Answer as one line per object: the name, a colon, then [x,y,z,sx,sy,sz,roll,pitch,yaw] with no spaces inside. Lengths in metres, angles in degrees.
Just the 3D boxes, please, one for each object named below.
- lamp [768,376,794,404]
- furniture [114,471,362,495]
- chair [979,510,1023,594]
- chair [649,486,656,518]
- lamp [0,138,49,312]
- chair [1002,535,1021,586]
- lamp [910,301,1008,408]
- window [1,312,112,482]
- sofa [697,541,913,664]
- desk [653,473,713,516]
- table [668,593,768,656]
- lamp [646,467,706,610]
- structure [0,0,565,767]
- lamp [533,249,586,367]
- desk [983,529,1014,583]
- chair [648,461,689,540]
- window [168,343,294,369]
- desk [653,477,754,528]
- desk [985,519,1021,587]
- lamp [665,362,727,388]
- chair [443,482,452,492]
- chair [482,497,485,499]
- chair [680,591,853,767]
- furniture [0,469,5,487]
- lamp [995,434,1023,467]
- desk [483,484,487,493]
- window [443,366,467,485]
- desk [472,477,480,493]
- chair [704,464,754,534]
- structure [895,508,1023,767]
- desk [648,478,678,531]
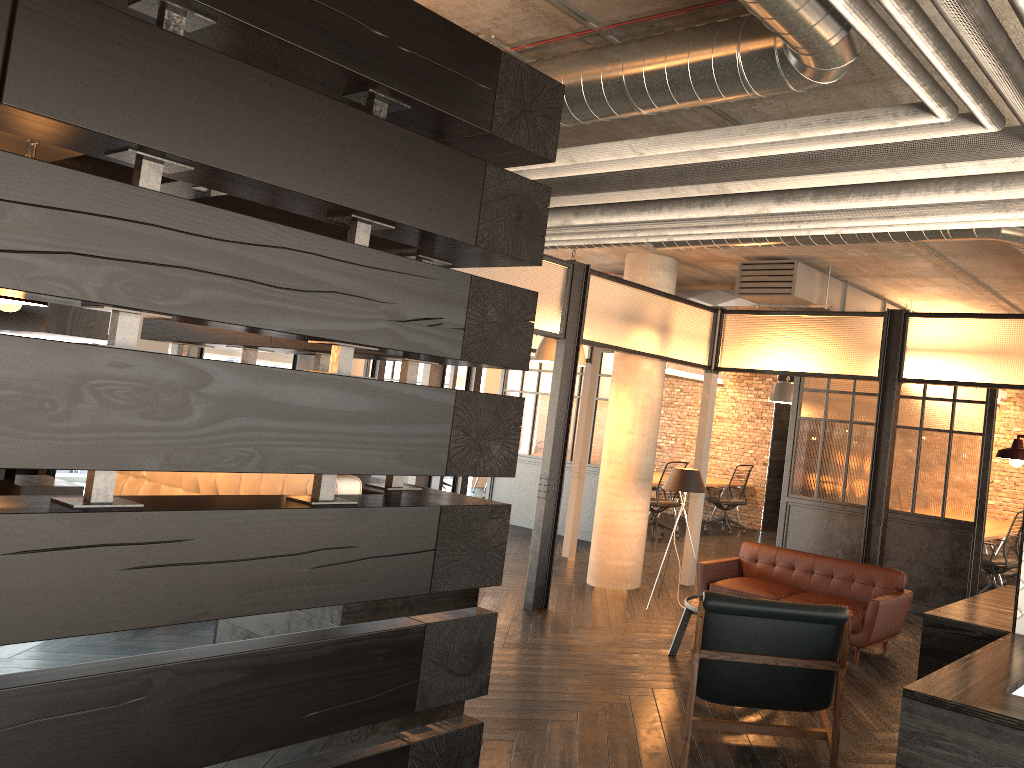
lamp: [3.475,-0.512,10.329,0.448,1.504,0.442,7,-3,3]
furniture: [-1.355,0.865,3.117,1.608,1.262,0.686,5,-3,39]
chair: [5.172,1.829,8.946,0.598,1.064,0.800,5,-3,41]
chair: [2.122,1.631,13.669,0.598,1.064,0.800,5,-3,41]
lamp: [-1.551,-0.752,2.693,0.168,1.051,0.219,5,-3,34]
chair: [6.479,2.008,10.345,0.598,1.064,0.800,5,-3,41]
lamp: [5.438,-0.268,10.087,0.257,0.858,3.945,4,-2,43]
window: [-6.210,-0.282,9.917,0.212,2.878,2.878,4,-3,43]
sofa: [2.258,1.662,6.498,1.385,0.638,0.779,5,-3,39]
desk: [2.435,1.832,13.452,0.687,0.721,1.900,5,-2,43]
table: [1.514,1.691,5.695,0.614,0.372,0.813,5,-2,37]
lamp: [1.657,1.345,7.238,0.864,1.180,0.535,7,-3,-3]
structure: [-4.189,-0.213,2.299,5.228,2.745,6.336,5,-2,41]
lamp: [0.503,-0.920,7.149,0.448,1.504,0.442,7,-3,3]
desk: [4.862,1.975,9.161,0.687,0.721,1.900,5,-2,43]
chair: [1.996,1.555,11.430,0.598,1.064,0.800,5,-3,41]
window: [-3.999,0.022,12.283,0.212,2.878,2.878,4,-3,43]
desk: [2.978,1.879,13.028,0.687,0.721,1.900,5,-2,43]
desk: [6.154,2.152,10.544,0.687,0.721,1.900,5,-2,43]
lamp: [2.263,-0.541,12.570,0.257,0.858,3.945,4,-2,43]
chair: [-1.264,1.275,13.968,0.598,1.064,0.800,5,-3,41]
chair: [-0.122,1.373,13.086,0.598,1.064,0.800,5,-3,41]
chair: [1.300,1.418,4.301,0.740,0.796,1.038,6,-2,9]
furniture: [-3.805,0.654,5.042,1.616,1.262,0.673,5,-3,39]
lamp: [2.384,0.306,3.898,0.225,0.172,0.198,6,-2,7]
desk: [0.318,1.650,15.108,0.687,0.721,1.900,5,-2,43]
window: [-1.788,0.326,14.649,0.212,2.878,2.878,4,-3,43]
desk: [-0.975,1.473,13.725,0.687,0.721,1.900,5,-2,43]
chair: [3.303,1.735,12.829,0.598,1.064,0.800,5,-3,41]
structure: [3.740,0.987,3.270,3.393,2.117,4.279,5,-2,41]
desk: [1.686,1.701,11.645,0.687,0.721,1.900,5,-2,43]
